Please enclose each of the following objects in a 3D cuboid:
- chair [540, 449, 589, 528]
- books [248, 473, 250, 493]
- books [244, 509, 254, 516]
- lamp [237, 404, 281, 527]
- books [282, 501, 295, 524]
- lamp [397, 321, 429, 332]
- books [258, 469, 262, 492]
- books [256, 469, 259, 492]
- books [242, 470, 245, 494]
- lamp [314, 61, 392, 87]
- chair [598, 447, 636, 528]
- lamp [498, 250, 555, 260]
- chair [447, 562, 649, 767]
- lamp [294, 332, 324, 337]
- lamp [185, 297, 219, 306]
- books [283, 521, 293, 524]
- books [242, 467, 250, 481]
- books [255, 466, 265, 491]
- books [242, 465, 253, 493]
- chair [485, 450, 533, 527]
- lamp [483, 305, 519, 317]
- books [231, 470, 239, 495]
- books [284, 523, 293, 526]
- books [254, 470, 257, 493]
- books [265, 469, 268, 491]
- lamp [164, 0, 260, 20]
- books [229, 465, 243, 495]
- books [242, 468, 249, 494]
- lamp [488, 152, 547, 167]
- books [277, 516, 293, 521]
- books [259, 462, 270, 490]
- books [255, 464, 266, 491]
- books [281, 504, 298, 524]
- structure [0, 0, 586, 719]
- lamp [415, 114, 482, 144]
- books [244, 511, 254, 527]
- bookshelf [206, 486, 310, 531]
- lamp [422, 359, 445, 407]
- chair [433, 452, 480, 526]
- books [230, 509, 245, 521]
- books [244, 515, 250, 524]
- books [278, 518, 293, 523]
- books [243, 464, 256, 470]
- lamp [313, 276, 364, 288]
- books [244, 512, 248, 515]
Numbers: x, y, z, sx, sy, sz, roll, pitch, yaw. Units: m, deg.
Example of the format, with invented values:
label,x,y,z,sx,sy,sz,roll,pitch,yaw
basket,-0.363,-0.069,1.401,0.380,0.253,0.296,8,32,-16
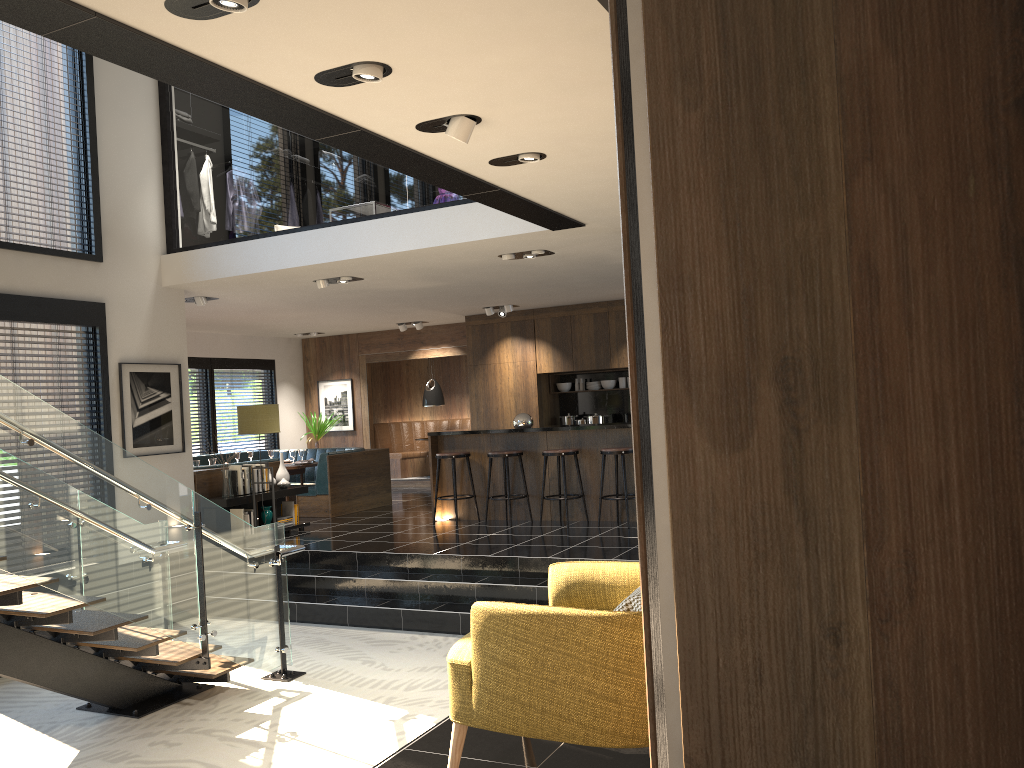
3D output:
label,x,y,z,sx,sy,sz,roll,pitch,yaw
chair,0.537,1.101,9.464,0.413,0.799,0.412,-4,-1,35
books,-2.920,1.080,9.621,0.170,0.214,0.025,-3,-1,26
books,-2.861,1.482,9.569,0.159,0.261,0.067,-3,-1,26
lamp,-2.715,0.947,9.267,0.637,1.445,0.437,-3,-1,-38
books,-2.565,1.479,10.179,0.156,0.263,0.026,-3,-1,26
lamp,-1.595,-0.989,14.210,0.502,0.280,0.349,-4,-1,26
books,-2.844,1.059,9.775,0.194,0.255,0.034,-3,-1,26
books,-2.849,1.063,9.747,0.149,0.246,0.023,-3,-1,26
books,-2.953,1.056,9.546,0.173,0.262,0.030,-3,-1,26
lamp,-0.653,-1.313,3.628,0.346,0.177,0.195,-4,-1,26
chair,1.129,1.063,9.174,0.413,0.799,0.412,-4,-1,35
lamp,0.131,-1.260,8.262,0.502,0.194,0.349,-4,-1,26
chair,0.308,0.817,3.086,1.031,1.097,0.807,-4,-1,25
lamp,-3.456,-0.902,15.120,0.502,0.213,0.349,-4,-1,26
lamp,-3.606,-0.989,10.092,0.502,0.248,0.349,-4,-1,26
books,-2.628,1.573,10.030,0.156,0.025,0.275,-4,-1,22
books,-2.918,1.048,9.651,0.141,0.280,0.031,-3,-1,26
books,-2.814,1.046,9.827,0.154,0.280,0.028,-3,-1,26
books,-2.904,1.039,9.679,0.169,0.298,0.032,-3,-1,26
chair,-0.055,1.140,9.754,0.413,0.799,0.412,-4,-1,35
lamp,-0.155,-1.097,12.581,0.502,0.294,0.349,-4,-1,26
books,-3.002,1.058,9.500,0.156,0.263,0.026,-3,-1,26
books,-2.628,1.598,10.031,0.156,0.025,0.274,-4,-1,23
books,-2.868,1.059,9.694,0.202,0.255,0.025,-3,-1,26
books,-2.784,1.061,9.871,0.162,0.250,0.028,-3,-1,26
lamp,-0.994,-1.311,2.931,0.346,0.177,0.195,-4,-1,26
books,-2.960,1.031,9.512,0.160,0.312,0.035,-3,-1,26
books,-2.923,1.049,9.591,0.160,0.276,0.030,-3,-1,26
lamp,0.027,-1.328,5.022,0.346,0.158,0.195,-4,-1,26
books,-2.632,1.523,10.032,0.156,0.025,0.274,-4,-1,29
books,-2.779,1.034,9.953,0.131,0.307,0.022,-3,-1,26
books,-2.809,1.040,9.854,0.177,0.294,0.025,-3,-1,26
books,-2.560,1.495,10.212,0.231,0.232,0.037,-4,-1,26
structure,-2.249,0.049,4.319,3.448,4.867,7.278,-3,-1,25
lamp,-0.311,-1.281,4.324,0.346,0.247,0.195,-4,-1,26
books,-2.855,1.489,9.509,0.194,0.244,0.036,-3,-1,26
bookshelf,-2.792,1.441,9.757,0.356,0.500,1.304,-3,-1,26
lamp,-1.357,-0.106,15.101,0.389,0.974,0.389,-3,-1,-20
chair,-0.647,1.179,10.044,0.413,0.799,0.412,-4,-1,35
books,-2.920,1.471,9.444,0.176,0.284,0.030,-3,-1,26
books,-2.874,1.502,9.452,0.196,0.218,0.023,-4,-1,26
books,-2.627,1.548,10.029,0.167,0.024,0.261,-4,-1,23
books,-2.874,1.035,9.728,0.155,0.305,0.032,-3,-1,26
lamp,-1.804,-1.116,9.210,0.502,0.231,0.349,-4,-1,26
books,-2.892,1.490,9.490,0.167,0.245,0.030,-3,-1,26
